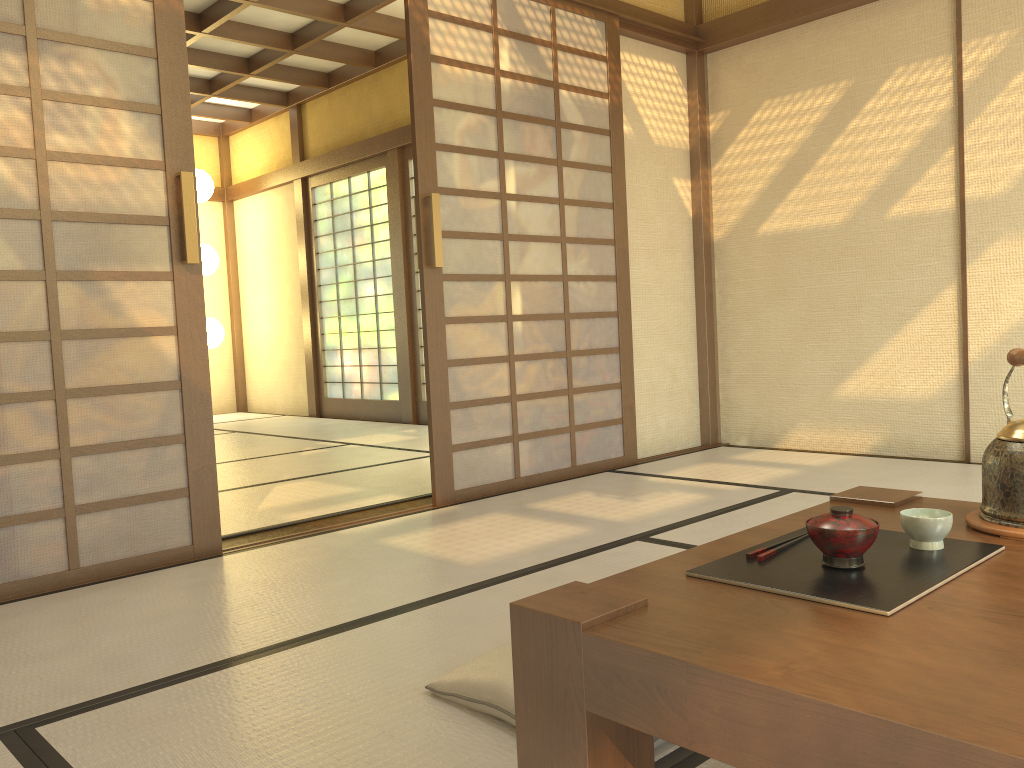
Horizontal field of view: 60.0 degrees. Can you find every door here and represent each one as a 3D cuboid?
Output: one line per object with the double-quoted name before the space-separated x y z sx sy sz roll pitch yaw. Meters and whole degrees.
"door" 0.053 -0.665 4.068 1.230 2.265 0.076 -6 5 -43
"door" -1.529 -0.497 2.599 1.230 2.265 0.076 -6 5 -43
"door" -0.862 -0.787 7.267 0.140 2.230 2.890 -6 5 -43

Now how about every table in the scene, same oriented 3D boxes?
"table" 0.710 0.430 1.158 1.000 0.350 1.000 -6 5 -43

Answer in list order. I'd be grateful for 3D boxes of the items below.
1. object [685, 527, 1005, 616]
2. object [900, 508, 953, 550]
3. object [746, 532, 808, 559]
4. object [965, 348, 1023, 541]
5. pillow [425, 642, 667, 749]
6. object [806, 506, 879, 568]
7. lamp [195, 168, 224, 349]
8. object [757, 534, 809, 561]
"object" 0.500 0.262 1.319 0.400 0.007 0.300 -6 5 -43
"object" 0.635 0.223 1.359 0.074 0.052 0.073 -3 3 0
"object" 0.428 0.253 1.412 0.200 0.008 0.008 -6 5 -45
"object" 0.869 0.090 1.458 0.226 0.296 0.219 0 5 42
"pillow" 0.168 0.563 1.722 0.486 0.107 0.496 -6 4 -39
"object" 0.477 0.219 1.281 0.100 0.080 0.100 -6 5 -43
"lamp" -3.054 -1.487 8.620 0.363 2.297 0.363 -5 4 -31
"object" 0.435 0.253 1.400 0.008 0.008 0.200 0 4 41
